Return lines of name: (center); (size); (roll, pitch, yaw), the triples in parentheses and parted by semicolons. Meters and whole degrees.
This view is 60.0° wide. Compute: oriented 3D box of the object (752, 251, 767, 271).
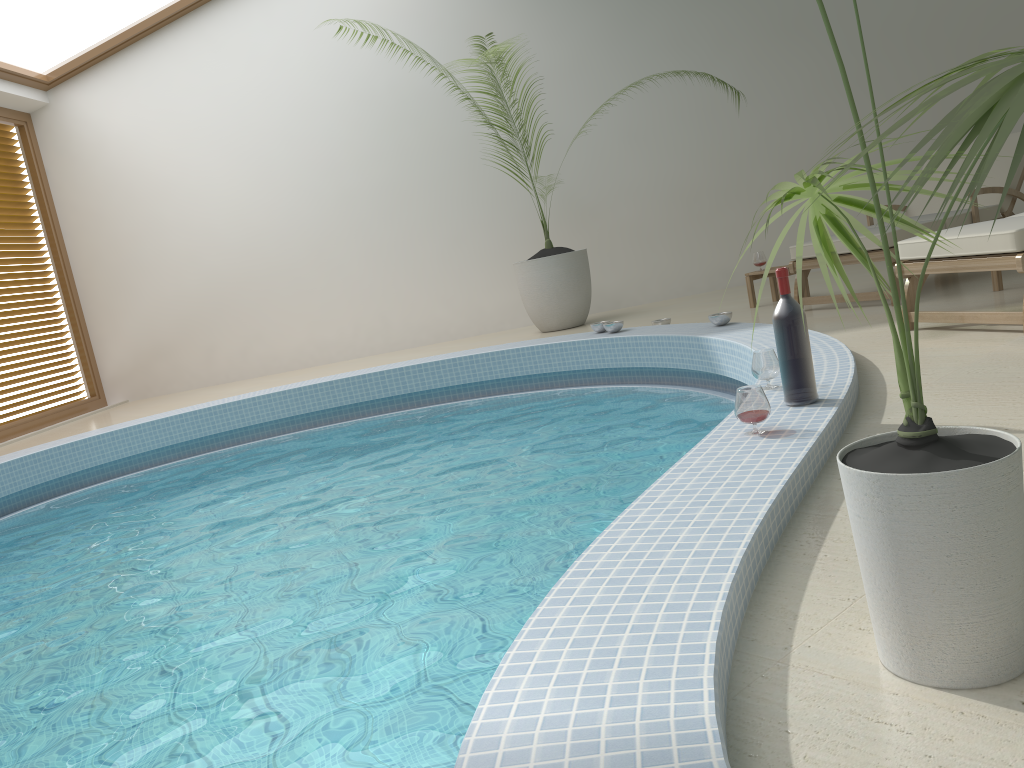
object: (1.804, -0.894, 6.459); (0.102, 0.137, 0.102); (-8, 9, 21)

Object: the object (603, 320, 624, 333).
object: (0.682, -0.377, 5.925); (0.140, 0.069, 0.140); (-15, 9, -25)

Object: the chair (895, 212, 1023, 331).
chair: (2.789, -0.859, 4.108); (1.903, 0.866, 0.861); (-13, 8, -15)

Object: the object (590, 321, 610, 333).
object: (0.612, -0.388, 6.094); (0.140, 0.069, 0.140); (-15, 9, -25)

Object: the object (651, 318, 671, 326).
object: (1.057, -0.418, 6.256); (0.140, 0.069, 0.140); (-15, 9, -25)

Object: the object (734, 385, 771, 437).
object: (0.694, 0.076, 2.559); (0.102, 0.137, 0.102); (-9, 8, 15)

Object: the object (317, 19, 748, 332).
object: (0.324, -1.953, 7.540); (2.979, 2.960, 2.729); (-16, 9, -29)

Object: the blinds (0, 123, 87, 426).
blinds: (-4.927, -0.819, 6.954); (0.095, 2.921, 4.414); (-10, 8, 6)

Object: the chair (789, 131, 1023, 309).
chair: (2.727, -1.105, 5.877); (1.903, 0.866, 0.861); (-16, 10, -31)

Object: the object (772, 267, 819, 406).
object: (0.884, -0.152, 2.803); (0.109, 0.435, 0.109); (-4, 11, 40)

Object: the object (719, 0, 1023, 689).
object: (0.428, -0.402, 1.269); (0.791, 1.695, 1.059); (-12, 8, -7)

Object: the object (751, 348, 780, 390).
object: (0.904, -0.052, 3.152); (0.102, 0.137, 0.102); (-9, 8, 15)

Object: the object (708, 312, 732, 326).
object: (1.221, -0.376, 5.182); (0.140, 0.069, 0.140); (-15, 9, -25)

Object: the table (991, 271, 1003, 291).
table: (2.847, -0.662, 4.832); (0.283, 0.255, 0.320); (-13, 8, -15)

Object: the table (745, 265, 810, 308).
table: (1.924, -0.711, 6.428); (0.283, 0.255, 0.320); (-16, 10, -31)
